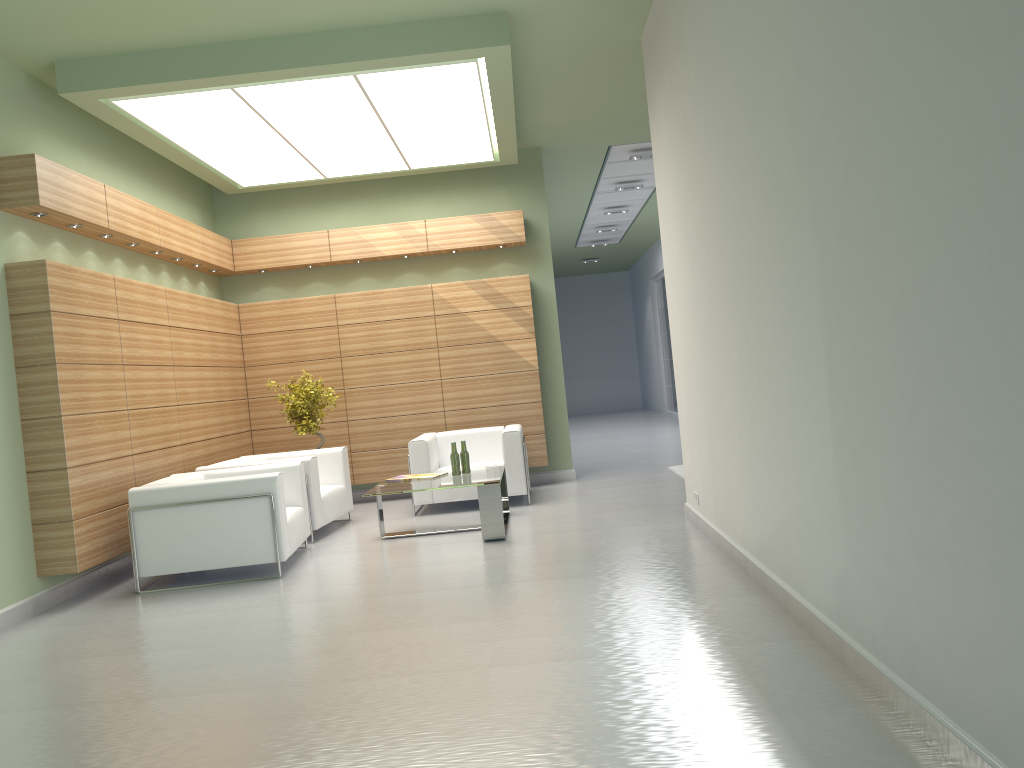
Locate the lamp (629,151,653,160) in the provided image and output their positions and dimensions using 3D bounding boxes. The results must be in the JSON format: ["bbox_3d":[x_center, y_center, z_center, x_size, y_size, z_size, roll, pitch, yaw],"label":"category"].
[{"bbox_3d":[2.714,-4.682,18.028,0.657,0.159,0.286,-6,1,1],"label":"lamp"}]

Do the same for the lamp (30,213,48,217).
[{"bbox_3d":[-5.494,-1.992,10.298,0.181,0.074,0.181,-6,1,-27],"label":"lamp"}]

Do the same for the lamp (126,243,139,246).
[{"bbox_3d":[-5.441,-2.022,12.709,0.181,0.074,0.181,-6,1,-27],"label":"lamp"}]

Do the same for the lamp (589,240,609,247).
[{"bbox_3d":[2.989,-4.834,30.445,0.657,0.159,0.286,-6,1,1],"label":"lamp"}]

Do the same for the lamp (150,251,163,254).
[{"bbox_3d":[-5.423,-2.032,13.523,0.181,0.074,0.181,-6,1,-16],"label":"lamp"}]

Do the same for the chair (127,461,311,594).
[{"bbox_3d":[-3.625,1.750,11.314,1.802,1.234,1.894,-6,1,-4],"label":"chair"}]

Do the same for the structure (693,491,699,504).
[{"bbox_3d":[2.274,1.400,10.942,0.017,0.118,0.262,-6,1,1],"label":"structure"}]

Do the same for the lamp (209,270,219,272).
[{"bbox_3d":[-5.369,-2.061,15.949,0.181,0.074,0.181,-6,1,-16],"label":"lamp"}]

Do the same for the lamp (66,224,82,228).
[{"bbox_3d":[-5.476,-2.002,11.094,0.181,0.074,0.181,-6,1,-16],"label":"lamp"}]

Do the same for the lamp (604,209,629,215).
[{"bbox_3d":[2.852,-4.758,24.266,0.657,0.159,0.286,-6,1,1],"label":"lamp"}]

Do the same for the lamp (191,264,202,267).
[{"bbox_3d":[-5.387,-2.051,15.141,0.181,0.074,0.181,-6,1,-27],"label":"lamp"}]

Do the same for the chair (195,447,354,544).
[{"bbox_3d":[-3.557,1.719,13.638,1.769,1.234,1.894,-6,1,6],"label":"chair"}]

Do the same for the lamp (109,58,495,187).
[{"bbox_3d":[-2.654,-3.903,13.404,4.571,0.325,5.060,-6,1,1],"label":"lamp"}]

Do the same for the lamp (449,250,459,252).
[{"bbox_3d":[-1.085,-2.498,16.516,0.181,0.074,0.181,-6,1,-38],"label":"lamp"}]

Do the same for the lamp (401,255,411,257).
[{"bbox_3d":[-1.983,-2.407,16.537,0.181,0.074,0.181,-6,1,-4],"label":"lamp"}]

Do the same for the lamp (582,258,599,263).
[{"bbox_3d":[3.087,-4.888,34.908,0.657,0.159,0.286,-6,1,1],"label":"lamp"}]

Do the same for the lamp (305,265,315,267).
[{"bbox_3d":[-3.774,-2.228,16.579,0.181,0.074,0.181,-6,1,-4],"label":"lamp"}]

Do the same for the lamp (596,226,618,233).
[{"bbox_3d":[2.921,-4.797,27.399,0.657,0.159,0.286,-6,1,1],"label":"lamp"}]

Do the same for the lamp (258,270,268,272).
[{"bbox_3d":[-4.668,-2.138,16.600,0.181,0.074,0.181,-6,1,-4],"label":"lamp"}]

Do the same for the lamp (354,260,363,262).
[{"bbox_3d":[-2.869,-2.319,16.558,0.181,0.074,0.181,-6,1,-38],"label":"lamp"}]

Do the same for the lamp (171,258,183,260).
[{"bbox_3d":[-5.405,-2.041,14.321,0.181,0.074,0.181,-6,1,-16],"label":"lamp"}]

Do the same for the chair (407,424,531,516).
[{"bbox_3d":[-0.685,1.417,15.012,1.894,1.234,1.802,-6,1,1],"label":"chair"}]

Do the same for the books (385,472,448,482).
[{"bbox_3d":[-1.373,1.342,12.810,0.762,0.025,0.508,-6,1,21],"label":"books"}]

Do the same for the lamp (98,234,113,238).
[{"bbox_3d":[-5.458,-2.012,11.907,0.181,0.074,0.181,-6,1,-16],"label":"lamp"}]

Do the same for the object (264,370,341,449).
[{"bbox_3d":[-3.546,1.025,15.264,1.201,2.565,1.116,-6,1,-31],"label":"object"}]

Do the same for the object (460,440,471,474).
[{"bbox_3d":[-0.676,1.047,12.691,0.131,0.475,0.131,-6,1,-34],"label":"object"}]

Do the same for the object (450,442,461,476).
[{"bbox_3d":[-0.807,1.061,12.573,0.131,0.475,0.131,-6,1,-34],"label":"object"}]

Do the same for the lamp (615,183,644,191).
[{"bbox_3d":[2.782,-4.719,21.079,0.657,0.159,0.286,-6,1,1],"label":"lamp"}]

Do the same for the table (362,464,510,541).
[{"bbox_3d":[-0.977,1.693,12.454,1.783,0.742,2.197,-6,1,1],"label":"table"}]

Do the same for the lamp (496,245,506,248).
[{"bbox_3d":[-0.204,-2.586,16.495,0.181,0.074,0.181,-6,1,-4],"label":"lamp"}]
